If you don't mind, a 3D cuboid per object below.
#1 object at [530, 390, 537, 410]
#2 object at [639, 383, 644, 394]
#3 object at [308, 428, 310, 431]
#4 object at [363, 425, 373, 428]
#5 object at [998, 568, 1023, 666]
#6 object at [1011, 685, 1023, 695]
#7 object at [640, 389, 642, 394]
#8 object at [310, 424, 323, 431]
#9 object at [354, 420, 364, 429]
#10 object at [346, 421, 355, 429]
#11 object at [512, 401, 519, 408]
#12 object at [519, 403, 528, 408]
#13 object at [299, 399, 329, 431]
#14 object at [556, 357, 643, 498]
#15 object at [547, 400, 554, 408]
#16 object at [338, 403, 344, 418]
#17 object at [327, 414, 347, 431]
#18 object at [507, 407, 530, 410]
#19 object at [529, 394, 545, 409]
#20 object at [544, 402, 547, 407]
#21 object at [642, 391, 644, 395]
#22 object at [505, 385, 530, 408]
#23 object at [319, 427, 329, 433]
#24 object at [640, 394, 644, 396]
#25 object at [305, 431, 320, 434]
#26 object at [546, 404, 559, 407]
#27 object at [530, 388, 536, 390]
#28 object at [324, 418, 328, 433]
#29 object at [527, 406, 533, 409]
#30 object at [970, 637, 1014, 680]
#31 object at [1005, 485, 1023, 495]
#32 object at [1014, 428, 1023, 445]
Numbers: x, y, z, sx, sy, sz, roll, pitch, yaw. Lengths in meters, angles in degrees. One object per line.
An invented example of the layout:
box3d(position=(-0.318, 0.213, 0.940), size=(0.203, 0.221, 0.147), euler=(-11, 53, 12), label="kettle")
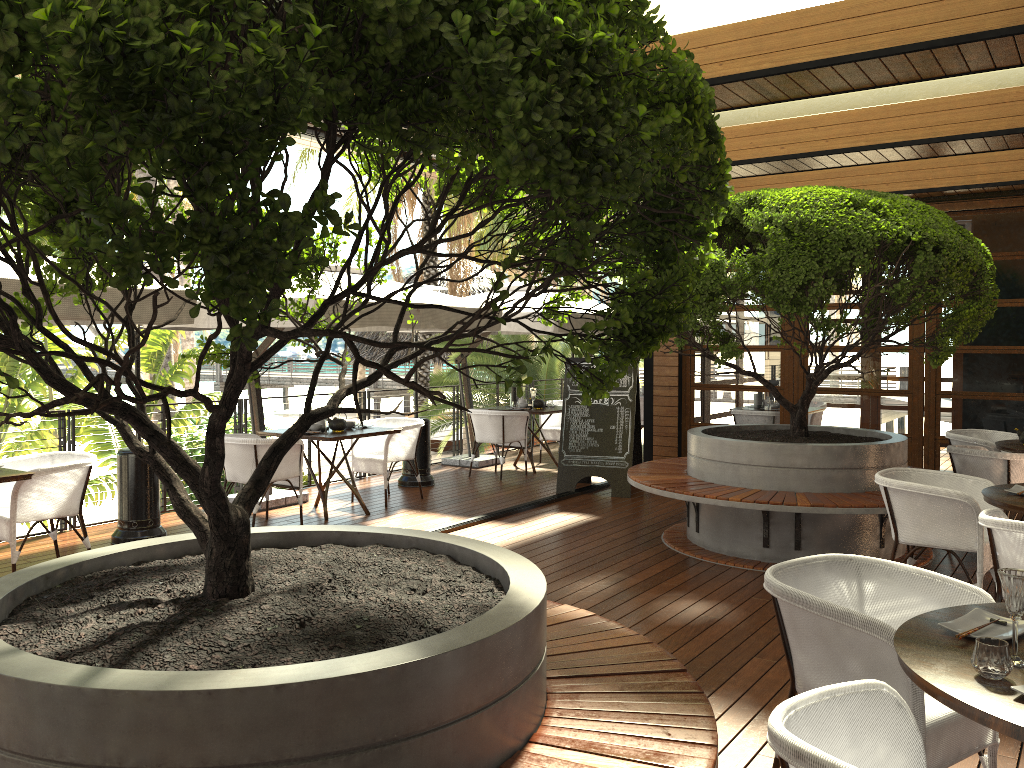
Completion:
box3d(position=(0.254, 0.190, 10.563), size=(0.082, 0.227, 0.082), euler=(1, 2, 35), label="object")
box3d(position=(1.969, 0.030, 13.785), size=(0.263, 0.264, 0.263), euler=(0, 2, -11), label="object")
box3d(position=(-1.846, 0.381, 7.933), size=(0.086, 0.086, 0.086), euler=(2, 3, 39), label="object")
box3d(position=(-1.460, 0.394, 8.347), size=(0.295, 0.025, 0.170), euler=(2, 3, 34), label="object")
box3d(position=(1.252, 0.580, 2.206), size=(0.082, 0.227, 0.082), euler=(-1, 2, -38), label="object")
box3d(position=(1.272, 0.697, 1.922), size=(0.170, 0.025, 0.295), euler=(-2, 3, -34), label="object")
box3d(position=(1.940, 0.128, 13.569), size=(0.086, 0.086, 0.086), euler=(2, 3, 39), label="object")
box3d(position=(-1.743, 0.395, 7.889), size=(0.116, 0.065, 0.116), euler=(2, 3, 32), label="object")
box3d(position=(-1.407, 0.373, 8.141), size=(0.086, 0.086, 0.086), euler=(2, 3, 39), label="object")
box3d(position=(-1.508, 0.381, 8.189), size=(0.116, 0.065, 0.116), euler=(2, 3, 32), label="object")
box3d(position=(0.038, 0.255, 10.738), size=(0.086, 0.086, 0.086), euler=(2, 3, 39), label="object")
box3d(position=(0.141, 0.268, 10.694), size=(0.116, 0.065, 0.116), euler=(2, 3, 38), label="object")
box3d(position=(-1.816, 0.283, 8.149), size=(0.263, 0.264, 0.263), euler=(0, 2, -11), label="object")
box3d(position=(0.937, 0.419, 9.309), size=(0.768, 1.396, 0.772), euler=(1, 2, 18), label="object")
box3d(position=(0.477, 0.246, 10.946), size=(0.086, 0.086, 0.086), euler=(2, 3, 39), label="object")
box3d(position=(-1.621, 0.291, 8.315), size=(0.082, 0.227, 0.082), euler=(1, 2, 35), label="object")
box3d(position=(-1.568, 0.333, 7.981), size=(0.163, 0.179, 0.168), euler=(2, 3, 36), label="object")
box3d(position=(0.093, 0.295, 10.538), size=(0.295, 0.025, 0.170), euler=(2, 3, 34), label="object")
box3d(position=(0.316, 0.207, 10.789), size=(0.168, 0.179, 0.163), euler=(1, 2, 32), label="object")
box3d(position=(0.376, 0.255, 10.994), size=(0.116, 0.065, 0.116), euler=(2, 3, 38), label="object")
box3d(position=(2.042, 0.141, 13.525), size=(0.116, 0.065, 0.116), euler=(2, 3, 38), label="object")
box3d(position=(0.067, 0.157, 10.954), size=(0.263, 0.264, 0.263), euler=(0, 2, -11), label="object")
box3d(position=(-1.661, 0.409, 7.835), size=(0.080, 0.042, 0.080), euler=(0, 2, -5), label="object")
box3d(position=(1.995, 0.168, 13.369), size=(0.295, 0.025, 0.170), euler=(2, 3, 34), label="object")
box3d(position=(-1.791, 0.422, 7.733), size=(0.295, 0.025, 0.170), euler=(2, 3, 34), label="object")
box3d(position=(0.424, 0.268, 11.152), size=(0.295, 0.025, 0.170), euler=(2, 3, 34), label="object")
box3d(position=(0.263, 0.165, 11.120), size=(0.082, 0.227, 0.082), euler=(1, 2, 35), label="object")
box3d(position=(-1.630, 0.317, 7.758), size=(0.082, 0.227, 0.082), euler=(1, 2, 23), label="object")
box3d(position=(0.223, 0.282, 10.640), size=(0.080, 0.042, 0.080), euler=(1, 3, 25), label="object")
box3d(position=(1.146, 0.657, 2.117), size=(0.086, 0.086, 0.086), euler=(1, 2, 12), label="object")
box3d(position=(2.728, 0.571, 4.704), size=(0.170, 0.025, 0.295), euler=(3, 4, 43), label="object")
box3d(position=(4.080, 0.391, 6.975), size=(0.163, 0.179, 0.168), euler=(-1, 2, -18), label="object")
